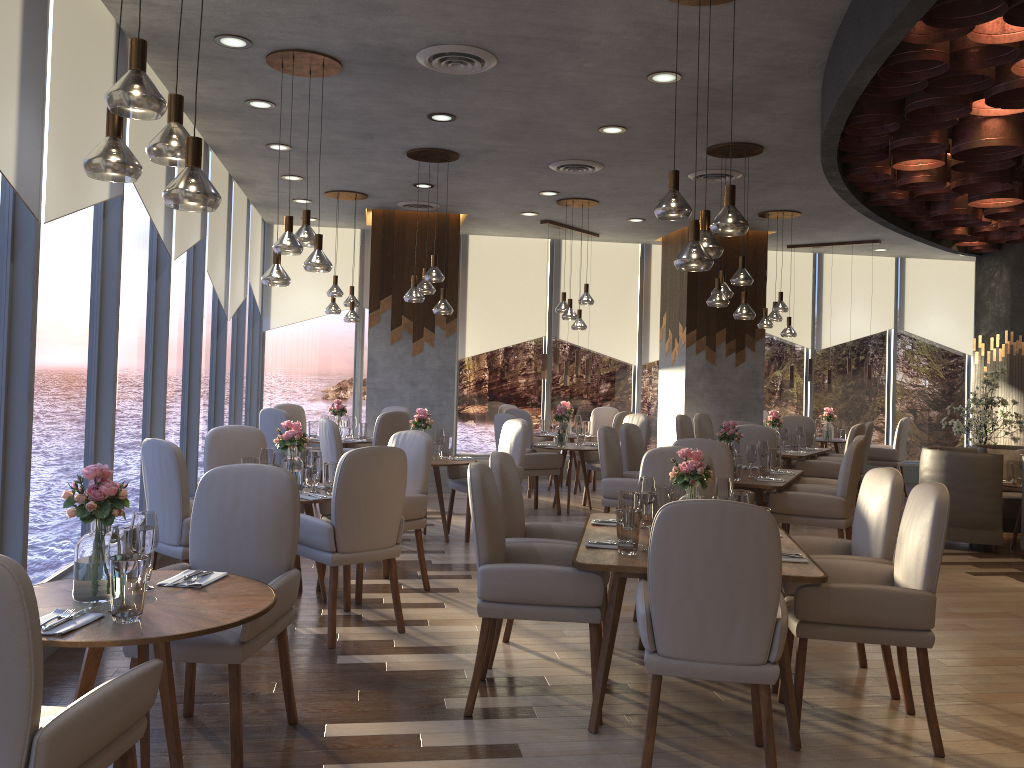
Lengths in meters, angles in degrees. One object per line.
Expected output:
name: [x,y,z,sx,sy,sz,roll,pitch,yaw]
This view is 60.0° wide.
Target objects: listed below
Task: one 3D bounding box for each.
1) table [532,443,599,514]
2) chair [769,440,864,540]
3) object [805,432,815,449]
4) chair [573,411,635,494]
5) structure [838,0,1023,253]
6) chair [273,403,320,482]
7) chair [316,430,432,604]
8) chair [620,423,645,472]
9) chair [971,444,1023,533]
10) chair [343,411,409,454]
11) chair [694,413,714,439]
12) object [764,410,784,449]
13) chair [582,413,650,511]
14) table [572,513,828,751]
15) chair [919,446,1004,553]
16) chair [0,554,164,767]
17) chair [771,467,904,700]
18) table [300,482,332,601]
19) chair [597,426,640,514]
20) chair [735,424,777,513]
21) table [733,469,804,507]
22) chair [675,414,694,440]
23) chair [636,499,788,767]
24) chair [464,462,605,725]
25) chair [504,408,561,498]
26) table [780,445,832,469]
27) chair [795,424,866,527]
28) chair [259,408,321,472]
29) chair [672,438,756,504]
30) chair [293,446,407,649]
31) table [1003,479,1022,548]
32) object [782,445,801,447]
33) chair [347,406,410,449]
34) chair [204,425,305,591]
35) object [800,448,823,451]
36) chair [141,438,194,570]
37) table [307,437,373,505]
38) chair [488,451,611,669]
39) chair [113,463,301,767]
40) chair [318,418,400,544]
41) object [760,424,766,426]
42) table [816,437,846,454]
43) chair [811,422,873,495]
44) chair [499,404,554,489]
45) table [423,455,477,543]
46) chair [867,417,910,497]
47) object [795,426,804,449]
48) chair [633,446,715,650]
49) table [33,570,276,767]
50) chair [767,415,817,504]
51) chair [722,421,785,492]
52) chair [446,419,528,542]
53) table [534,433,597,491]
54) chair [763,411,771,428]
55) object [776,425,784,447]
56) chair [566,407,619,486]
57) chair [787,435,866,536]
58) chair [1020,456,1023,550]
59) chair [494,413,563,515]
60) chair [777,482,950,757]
table: [0.617,0.971,9.153,0.833,0.662,0.834,2,0,-34]
chair: [2.178,0.881,6.329,0.600,1.001,0.528,1,-1,27]
object: [3.252,0.618,9.689,0.102,0.178,0.102,2,-1,-29]
chair: [1.103,0.803,10.401,0.600,1.001,0.528,1,-1,38]
structure: [3.374,-1.638,5.185,2.755,0.557,9.448,2,1,21]
chair: [-2.237,0.717,9.412,0.600,1.001,0.528,1,-1,39]
chair: [-0.846,0.801,5.608,0.528,1.001,0.599,1,-1,44]
chair: [1.210,0.840,7.408,0.600,1.001,0.528,1,-1,27]
chair: [4.664,1.010,8.350,0.774,0.838,0.595,2,-1,1]
chair: [-1.345,0.752,8.669,0.600,1.001,0.528,1,-1,38]
chair: [2.382,0.845,10.062,0.600,1.001,0.528,1,-1,35]
object: [2.812,0.492,9.514,0.198,0.416,0.210,2,-1,-31]
chair: [1.133,0.815,9.466,0.599,1.001,0.528,2,-1,-32]
table: [0.784,1.032,3.981,0.965,0.666,1.306,2,0,8]
chair: [3.910,0.995,7.806,0.595,0.838,0.774,2,0,11]
chair: [-1.200,0.830,2.096,0.528,1.001,0.599,2,-1,4]
chair: [1.483,0.885,4.161,0.600,1.001,0.528,2,-1,3]
table: [-1.303,0.959,5.196,0.833,0.662,0.834,2,0,-10]
chair: [0.968,0.839,6.897,0.600,1.001,0.528,1,-1,22]
chair: [2.030,0.862,7.637,0.528,1.001,0.599,1,-1,22]
table: [1.684,1.026,6.877,0.965,0.666,1.306,2,0,25]
chair: [2.078,0.841,9.585,0.600,1.001,0.528,1,-1,29]
chair: [0.702,0.873,3.148,0.528,1.001,0.599,2,-1,10]
chair: [0.099,0.849,3.787,0.600,1.001,0.528,2,-1,5]
chair: [0.209,0.779,10.284,0.528,1.001,0.599,1,-1,41]
table: [2.783,1.028,9.479,0.965,0.666,1.306,2,0,32]
chair: [3.198,0.882,8.875,0.600,1.001,0.528,1,-1,35]
chair: [-2.123,0.730,8.596,0.528,1.001,0.599,1,-1,35]
chair: [1.360,0.859,6.110,0.528,1.001,0.599,1,-1,27]
chair: [-0.891,0.809,4.742,0.528,1.001,0.600,2,-1,-43]
table: [4.580,1.153,7.696,0.833,0.562,0.834,2,0,-16]
object: [3.113,0.691,9.881,0.157,0.019,0.255,2,1,31]
chair: [-1.435,0.739,9.531,0.528,1.001,0.599,1,-1,35]
chair: [-1.656,0.777,5.615,0.528,1.001,0.600,2,-1,-42]
object: [3.200,0.698,9.529,0.255,0.019,0.157,2,1,35]
chair: [-1.671,0.786,4.791,0.528,1.001,0.599,1,-1,44]
table: [-1.794,0.901,9.122,0.833,0.662,0.834,2,0,-22]
chair: [0.181,0.845,4.347,0.600,1.001,0.528,2,-1,10]
chair: [-1.077,0.820,3.250,0.528,1.001,0.599,2,-1,5]
chair: [-1.238,0.773,7.065,0.599,1.001,0.528,2,-1,-28]
object: [2.771,0.570,9.793,0.092,0.244,0.092,2,-1,-31]
table: [4.073,1.046,11.436,0.833,0.662,0.834,2,0,-18]
chair: [3.486,0.885,9.367,0.600,1.001,0.528,1,-1,27]
chair: [0.149,0.767,11.124,0.600,1.001,0.528,1,-1,34]
table: [-0.717,0.953,7.321,0.834,0.662,0.833,2,0,41]
chair: [4.612,0.899,11.029,0.600,1.001,0.528,1,-1,34]
object: [3.144,0.582,9.686,0.092,0.244,0.092,2,-1,-13]
chair: [0.909,0.861,4.806,0.528,1.001,0.599,2,-1,5]
table: [-1.160,0.992,2.700,0.833,0.662,0.833,2,0,-7]
chair: [3.214,0.868,10.176,0.528,1.001,0.599,1,-1,29]
chair: [2.358,0.859,8.761,0.528,1.001,0.599,1,-1,35]
chair: [-0.199,0.797,7.582,0.599,1.001,0.528,2,-1,-27]
table: [0.637,0.953,10.795,0.834,0.662,0.833,2,0,11]
chair: [3.562,0.860,11.771,0.600,1.001,0.528,1,-1,34]
object: [2.965,0.575,9.814,0.092,0.244,0.092,1,-1,11]
chair: [1.046,0.792,11.267,0.528,1.001,0.599,1,-1,38]
chair: [2.402,0.881,6.852,0.600,1.001,0.528,1,-1,20]
chair: [4.506,1.021,6.979,0.774,0.838,0.595,2,-1,6]
chair: [0.136,0.792,8.871,0.599,1.001,0.528,2,-1,-33]
chair: [1.421,0.889,3.595,0.600,1.001,0.528,2,-1,11]
